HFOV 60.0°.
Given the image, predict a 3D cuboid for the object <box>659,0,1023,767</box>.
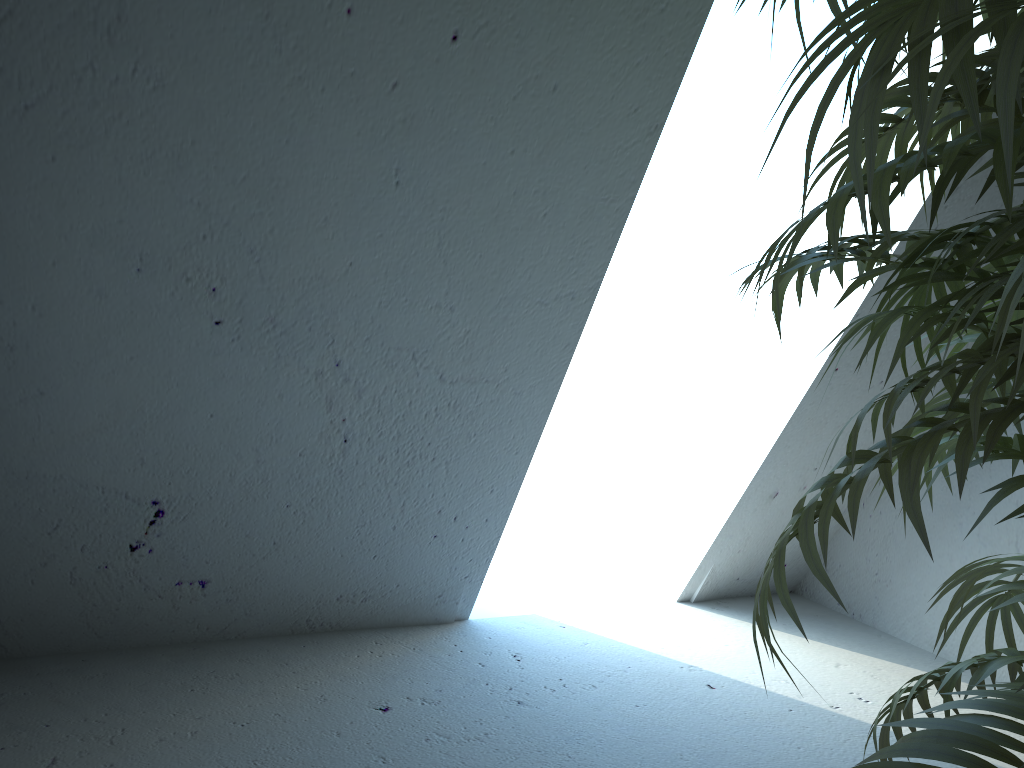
[{"bbox_3d":[0.561,-0.233,0.617,1.020,2.034,0.980,5,4,26],"label":"object"}]
